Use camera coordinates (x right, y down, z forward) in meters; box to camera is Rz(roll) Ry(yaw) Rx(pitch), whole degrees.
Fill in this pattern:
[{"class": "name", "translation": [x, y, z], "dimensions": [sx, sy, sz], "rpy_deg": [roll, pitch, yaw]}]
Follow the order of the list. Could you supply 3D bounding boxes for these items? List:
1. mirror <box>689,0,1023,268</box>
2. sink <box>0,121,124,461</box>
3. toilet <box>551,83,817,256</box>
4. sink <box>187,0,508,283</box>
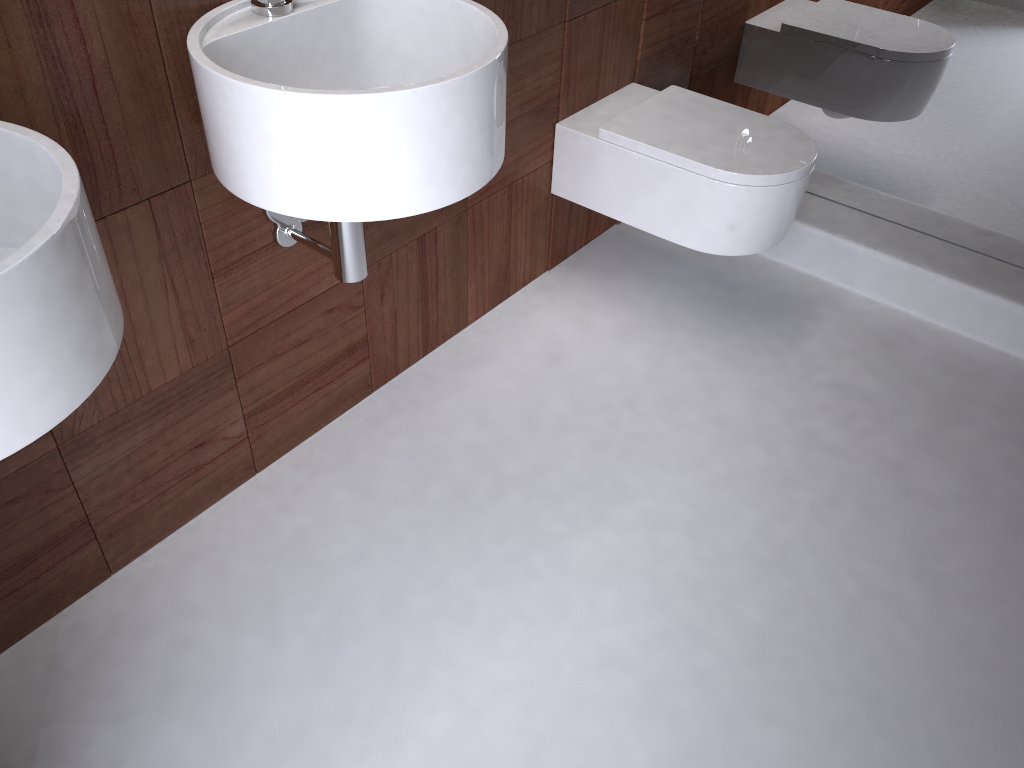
[{"class": "mirror", "translation": [1.090, -1.215, 1.551], "dimensions": [1.433, 2.183, 0.019], "rpy_deg": [29, 47, 27]}, {"class": "sink", "translation": [-0.608, -0.108, 0.824], "dimensions": [0.417, 0.715, 0.415], "rpy_deg": [29, 47, 27]}, {"class": "toilet", "translation": [0.410, -0.472, 2.080], "dimensions": [0.547, 0.284, 0.329], "rpy_deg": [29, 47, 27]}, {"class": "sink", "translation": [-0.215, -0.422, 1.205], "dimensions": [0.417, 0.715, 0.415], "rpy_deg": [29, 47, 27]}]
